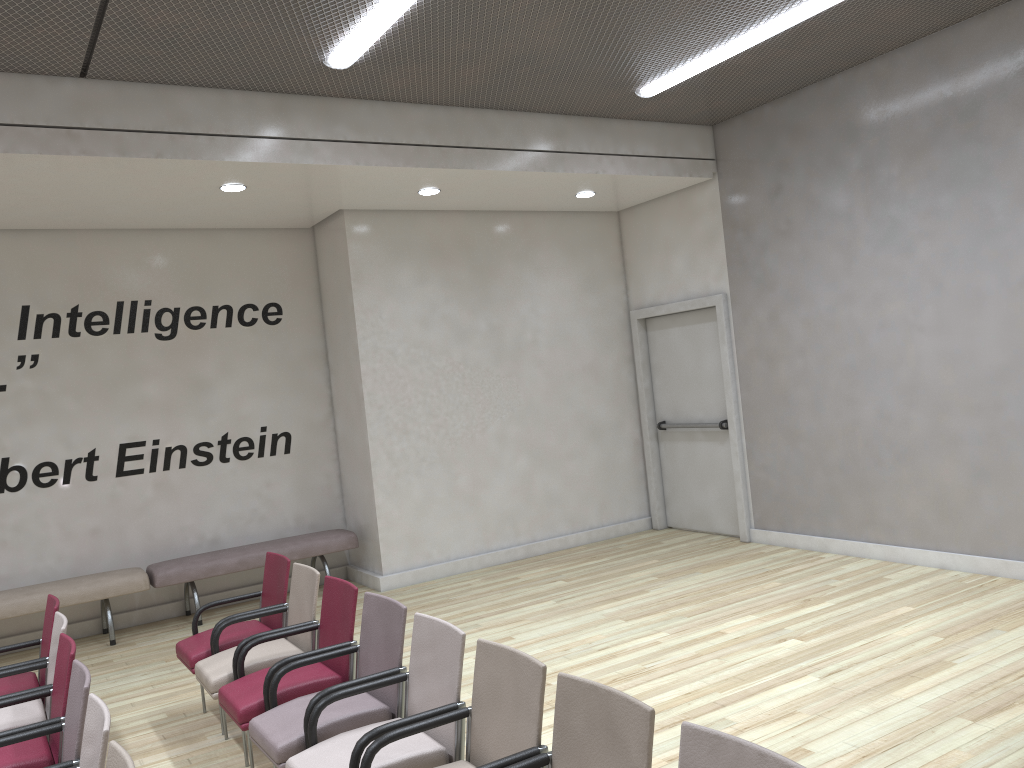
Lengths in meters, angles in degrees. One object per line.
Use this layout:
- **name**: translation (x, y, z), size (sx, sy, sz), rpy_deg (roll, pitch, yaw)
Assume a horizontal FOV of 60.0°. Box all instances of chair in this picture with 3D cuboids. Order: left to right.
- **chair**: translation (-2.669, 1.632, 4.622), size (0.640, 0.890, 0.513), rpy_deg (-6, 1, -32)
- **chair**: translation (-2.110, 1.579, 3.663), size (0.640, 0.890, 0.513), rpy_deg (-6, 1, -32)
- **chair**: translation (-2.383, 1.605, 4.139), size (0.640, 0.890, 0.513), rpy_deg (-6, 1, -31)
- **chair**: translation (-1.823, 1.552, 3.192), size (0.640, 0.890, 0.513), rpy_deg (-6, 1, -31)
- **chair**: translation (-1.541, 1.525, 2.730), size (0.640, 0.890, 0.513), rpy_deg (-6, 1, -31)
- **chair**: translation (-1.258, 1.499, 2.259), size (0.640, 0.890, 0.513), rpy_deg (-6, 1, -30)
- **chair**: translation (-1.623, 1.515, 5.258), size (0.640, 0.890, 0.513), rpy_deg (-6, 1, -32)
- **chair**: translation (-1.344, 1.489, 4.785), size (0.640, 0.890, 0.513), rpy_deg (-6, 1, -31)
- **chair**: translation (-1.060, 1.462, 4.316), size (0.640, 0.890, 0.513), rpy_deg (-6, 1, -31)
- **chair**: translation (-0.768, 1.435, 3.837), size (0.640, 0.890, 0.513), rpy_deg (-6, 1, -32)
- **chair**: translation (-0.490, 1.409, 3.358), size (0.640, 0.890, 0.513), rpy_deg (-6, 1, -30)
- **chair**: translation (-0.206, 1.382, 2.889), size (0.640, 0.890, 0.513), rpy_deg (-6, 1, -31)
- **chair**: translation (0.068, 1.356, 2.430), size (0.640, 0.890, 0.513), rpy_deg (-6, 1, -32)
- **chair**: translation (0.358, 1.328, 1.957), size (0.640, 0.890, 0.513), rpy_deg (-6, 1, -31)

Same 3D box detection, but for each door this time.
- **door**: translation (1.858, 0.355, 9.141), size (0.200, 2.400, 1.400), rpy_deg (-6, 1, -31)

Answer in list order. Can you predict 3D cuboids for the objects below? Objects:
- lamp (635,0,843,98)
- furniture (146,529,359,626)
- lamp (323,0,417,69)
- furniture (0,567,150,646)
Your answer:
- **lamp**: translation (1.923, -2.420, 5.773), size (0.198, 0.045, 3.304), rpy_deg (-6, 0, -31)
- **furniture**: translation (-2.311, 1.737, 8.074), size (1.833, 0.550, 0.530), rpy_deg (-6, 1, -31)
- **lamp**: translation (-0.298, -2.173, 4.422), size (0.198, 0.045, 3.304), rpy_deg (-6, 0, -31)
- **furniture**: translation (-3.888, 1.913, 7.114), size (1.833, 0.550, 0.530), rpy_deg (-6, 1, -31)
